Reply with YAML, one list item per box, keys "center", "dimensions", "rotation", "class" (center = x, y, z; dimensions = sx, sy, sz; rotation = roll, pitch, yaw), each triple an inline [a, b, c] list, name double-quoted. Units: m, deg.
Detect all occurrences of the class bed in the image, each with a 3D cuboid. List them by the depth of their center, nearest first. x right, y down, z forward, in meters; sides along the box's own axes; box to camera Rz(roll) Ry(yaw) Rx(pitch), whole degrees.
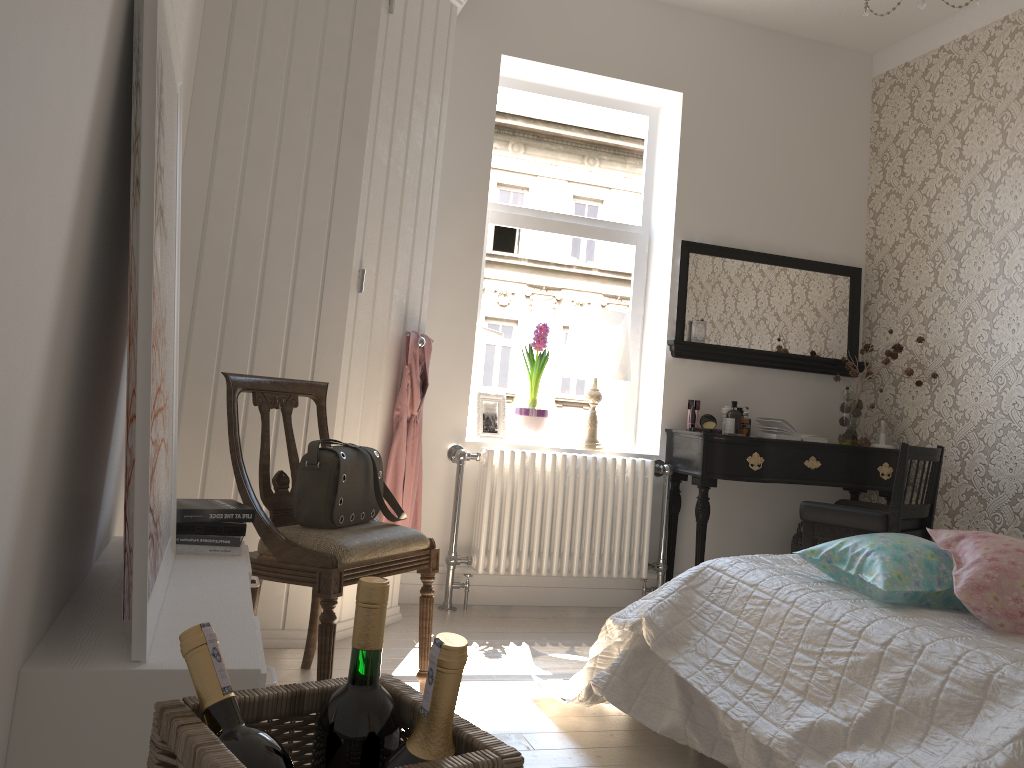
- center: [1.399, 0.735, 2.169]
  dimensions: [2.203, 0.638, 1.944]
  rotation: [6, -2, -17]
  class: "bed"

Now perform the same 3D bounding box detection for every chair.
- center: [-0.552, 0.442, 2.574]
  dimensions: [0.538, 0.901, 0.514]
  rotation: [2, -6, 27]
  class: "chair"
- center: [1.466, 0.660, 3.571]
  dimensions: [0.457, 0.872, 0.452]
  rotation: [0, -8, 42]
  class: "chair"

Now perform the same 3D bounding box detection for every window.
- center: [0.246, -0.599, 4.368]
  dimensions: [0.946, 1.804, 0.109]
  rotation: [7, -7, -17]
  class: "window"

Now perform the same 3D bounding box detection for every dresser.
- center: [-0.763, -0.413, 3.406]
  dimensions: [1.021, 2.614, 0.696]
  rotation: [7, -7, -17]
  class: "dresser"

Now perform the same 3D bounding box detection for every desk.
- center: [1.280, 0.674, 4.097]
  dimensions: [1.101, 0.833, 0.433]
  rotation: [6, -6, -17]
  class: "desk"

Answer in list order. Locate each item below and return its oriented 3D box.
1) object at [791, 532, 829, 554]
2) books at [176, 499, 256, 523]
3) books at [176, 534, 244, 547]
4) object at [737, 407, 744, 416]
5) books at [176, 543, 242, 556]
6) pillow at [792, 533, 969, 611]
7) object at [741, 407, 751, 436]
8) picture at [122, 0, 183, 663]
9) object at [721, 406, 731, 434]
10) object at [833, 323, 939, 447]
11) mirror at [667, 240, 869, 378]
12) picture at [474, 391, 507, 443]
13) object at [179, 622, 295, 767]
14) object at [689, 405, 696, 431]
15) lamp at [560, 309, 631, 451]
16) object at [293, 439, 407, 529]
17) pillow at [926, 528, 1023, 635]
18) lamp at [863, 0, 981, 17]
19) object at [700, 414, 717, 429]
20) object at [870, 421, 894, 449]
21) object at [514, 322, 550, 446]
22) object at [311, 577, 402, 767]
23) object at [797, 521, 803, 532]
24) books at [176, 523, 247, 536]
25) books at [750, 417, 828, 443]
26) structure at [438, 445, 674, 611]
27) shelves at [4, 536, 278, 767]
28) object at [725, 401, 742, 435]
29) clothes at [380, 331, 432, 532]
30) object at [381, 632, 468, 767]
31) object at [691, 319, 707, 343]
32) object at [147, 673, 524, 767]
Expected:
- center: [1.477, 0.886, 4.148]
  dimensions: [0.366, 0.336, 0.301]
  rotation: [6, -5, -17]
  class: "object"
- center: [-0.812, 0.321, 2.247]
  dimensions: [0.257, 0.033, 0.191]
  rotation: [6, -2, -35]
  class: "books"
- center: [-0.816, 0.377, 2.238]
  dimensions: [0.258, 0.023, 0.210]
  rotation: [5, -1, -13]
  class: "books"
- center: [1.091, 0.181, 4.254]
  dimensions: [0.057, 0.135, 0.057]
  rotation: [1, -7, 33]
  class: "object"
- center: [-0.808, 0.401, 2.230]
  dimensions: [0.241, 0.023, 0.190]
  rotation: [5, -1, -16]
  class: "books"
- center: [0.940, 0.452, 2.138]
  dimensions: [0.361, 0.170, 0.379]
  rotation: [6, -2, -13]
  class: "pillow"
- center: [1.099, 0.176, 4.157]
  dimensions: [0.054, 0.140, 0.053]
  rotation: [3, -7, 21]
  class: "object"
- center: [-0.700, -0.177, 1.756]
  dimensions: [0.163, 1.176, 0.848]
  rotation: [7, -5, -18]
  class: "picture"
- center: [1.025, 0.174, 4.206]
  dimensions: [0.057, 0.135, 0.057]
  rotation: [1, -7, 33]
  class: "object"
- center: [1.733, 0.018, 4.171]
  dimensions: [0.542, 0.606, 0.314]
  rotation: [1, -7, 43]
  class: "object"
- center: [1.302, -0.365, 4.394]
  dimensions: [1.114, 0.579, 0.066]
  rotation: [6, -7, -17]
  class: "mirror"
- center: [-0.096, 0.151, 3.994]
  dimensions: [0.175, 0.228, 0.049]
  rotation: [9, -8, -37]
  class: "picture"
- center: [-0.243, 0.427, 0.854]
  dimensions: [0.285, 0.336, 0.094]
  rotation: [2, -7, 32]
  class: "object"
- center: [0.843, 0.160, 4.122]
  dimensions: [0.031, 0.121, 0.054]
  rotation: [2, -7, 21]
  class: "object"
- center: [0.396, -0.017, 4.194]
  dimensions: [0.339, 0.660, 0.338]
  rotation: [6, -6, -6]
  class: "lamp"
- center: [-0.478, 0.289, 2.611]
  dimensions: [0.213, 0.251, 0.396]
  rotation: [3, -4, 27]
  class: "object"
- center: [1.112, 0.440, 1.907]
  dimensions: [0.353, 0.204, 0.390]
  rotation: [4, -3, 15]
  class: "pillow"
- center: [1.045, -1.473, 2.238]
  dimensions: [0.512, 1.017, 0.508]
  rotation: [0, -8, 42]
  class: "lamp"
- center: [0.913, 0.183, 4.126]
  dimensions: [0.080, 0.087, 0.082]
  rotation: [3, -5, 22]
  class: "object"
- center: [1.772, 0.241, 4.220]
  dimensions: [0.105, 0.132, 0.103]
  rotation: [4, -5, 17]
  class: "object"
- center: [0.103, -0.007, 4.119]
  dimensions: [0.155, 0.584, 0.156]
  rotation: [9, -8, -32]
  class: "object"
- center: [-0.171, 0.408, 0.966]
  dimensions: [0.095, 0.382, 0.094]
  rotation: [5, -7, -1]
  class: "object"
- center: [1.544, 0.897, 4.168]
  dimensions: [0.394, 0.437, 0.389]
  rotation: [4, -5, 14]
  class: "object"
- center: [-0.805, 0.353, 2.241]
  dimensions: [0.238, 0.028, 0.190]
  rotation: [6, -2, -20]
  class: "books"
- center: [1.318, 0.217, 4.205]
  dimensions: [0.278, 0.097, 0.225]
  rotation: [6, -2, -16]
  class: "books"
- center: [0.221, 0.650, 3.898]
  dimensions: [1.064, 0.690, 0.164]
  rotation: [6, -7, -17]
  class: "structure"
- center: [-0.695, 0.518, 1.798]
  dimensions: [0.366, 0.212, 1.109]
  rotation: [6, -2, -18]
  class: "shelves"
- center: [1.033, 0.159, 4.112]
  dimensions: [0.070, 0.160, 0.070]
  rotation: [8, -7, -23]
  class: "object"
- center: [-0.403, 0.234, 3.436]
  dimensions: [0.092, 0.887, 0.325]
  rotation: [4, -6, 12]
  class: "clothes"
- center: [-0.101, 0.426, 0.873]
  dimensions: [0.093, 0.365, 0.127]
  rotation: [10, -8, -37]
  class: "object"
- center: [0.902, -0.256, 4.258]
  dimensions: [0.072, 0.123, 0.036]
  rotation: [6, -7, -12]
  class: "object"
- center: [-0.190, 0.477, 0.867]
  dimensions: [0.274, 0.273, 0.275]
  rotation: [8, -5, -37]
  class: "object"
